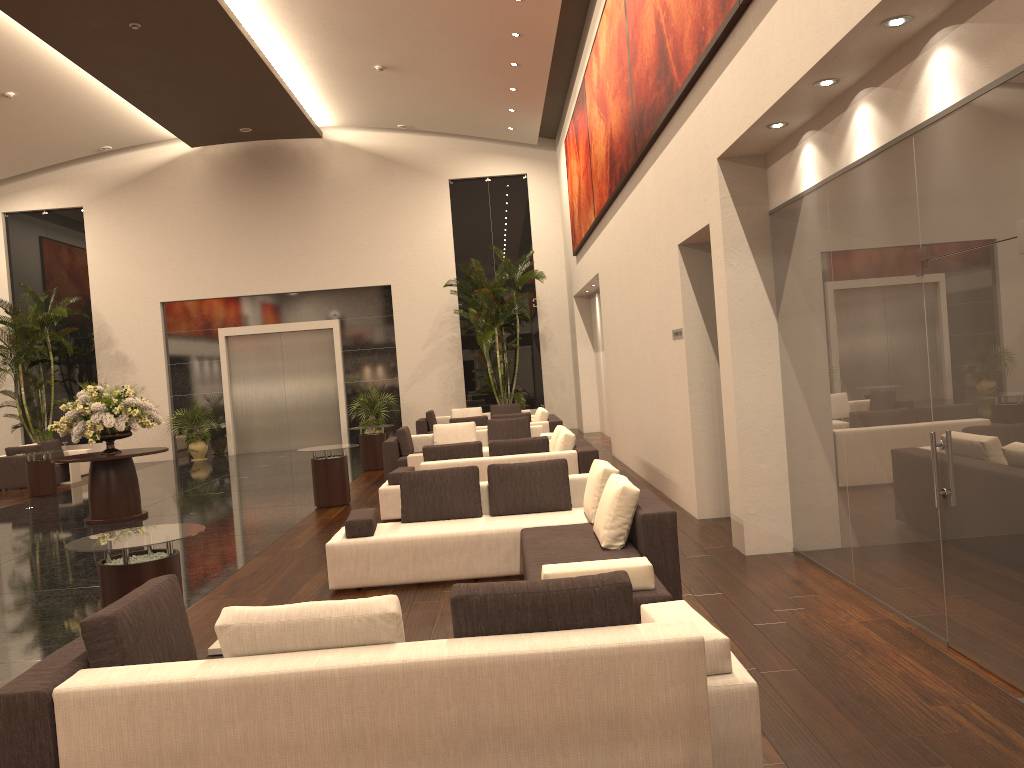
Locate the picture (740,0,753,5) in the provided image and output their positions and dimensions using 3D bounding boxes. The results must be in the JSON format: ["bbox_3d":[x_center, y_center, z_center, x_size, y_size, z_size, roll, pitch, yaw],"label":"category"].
[{"bbox_3d":[1.545,-3.795,2.796,0.070,2.526,6.485,-4,1,-1],"label":"picture"}]

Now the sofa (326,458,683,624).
[{"bbox_3d":[-0.199,1.159,6.413,2.586,0.862,3.366,-4,1,-1],"label":"sofa"}]

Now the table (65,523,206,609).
[{"bbox_3d":[-2.374,1.372,5.698,0.833,0.795,0.844,-4,1,38],"label":"table"}]

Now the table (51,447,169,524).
[{"bbox_3d":[-5.590,1.433,12.445,1.498,0.921,1.498,-5,1,-10],"label":"table"}]

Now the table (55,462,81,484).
[{"bbox_3d":[-9.322,1.841,18.546,0.400,0.460,0.400,-4,1,-1],"label":"table"}]

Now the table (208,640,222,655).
[{"bbox_3d":[-1.242,1.479,4.450,0.400,0.460,0.400,-4,1,-1],"label":"table"}]

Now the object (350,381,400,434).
[{"bbox_3d":[-3.490,0.713,21.996,1.297,1.682,1.373,-4,1,37],"label":"object"}]

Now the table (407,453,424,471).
[{"bbox_3d":[-1.384,1.317,13.710,0.400,0.460,0.400,-4,1,-1],"label":"table"}]

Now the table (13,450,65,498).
[{"bbox_3d":[-8.664,1.661,16.324,0.833,0.795,0.844,-5,1,-40],"label":"table"}]

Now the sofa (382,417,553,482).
[{"bbox_3d":[-0.628,1.043,14.375,2.846,0.862,1.291,-4,1,-1],"label":"sofa"}]

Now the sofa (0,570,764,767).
[{"bbox_3d":[-0.466,1.228,3.800,2.846,0.862,1.291,-4,1,-1],"label":"sofa"}]

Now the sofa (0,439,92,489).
[{"bbox_3d":[-10.005,1.677,19.317,1.291,0.862,2.846,-4,1,-1],"label":"sofa"}]

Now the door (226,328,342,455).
[{"bbox_3d":[-5.832,0.190,22.822,2.767,3.048,0.040,-4,1,-1],"label":"door"}]

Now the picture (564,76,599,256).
[{"bbox_3d":[1.321,-4.049,17.344,0.070,2.526,4.515,-4,1,-1],"label":"picture"}]

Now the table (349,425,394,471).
[{"bbox_3d":[-2.566,1.187,16.409,0.833,0.795,0.844,-5,1,-40],"label":"table"}]

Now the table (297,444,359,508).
[{"bbox_3d":[-2.472,1.261,12.089,0.833,0.795,0.844,-5,1,-40],"label":"table"}]

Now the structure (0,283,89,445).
[{"bbox_3d":[-11.459,-0.130,21.495,2.436,4.611,2.531,-5,1,-29],"label":"structure"}]

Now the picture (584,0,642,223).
[{"bbox_3d":[1.391,-3.970,12.823,0.070,2.526,4.515,-4,1,-1],"label":"picture"}]

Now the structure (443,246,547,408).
[{"bbox_3d":[-0.263,-0.997,21.509,2.436,4.611,2.531,-5,1,-29],"label":"structure"}]

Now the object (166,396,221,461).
[{"bbox_3d":[-7.810,1.047,21.988,1.297,1.682,1.373,-4,1,32],"label":"object"}]

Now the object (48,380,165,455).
[{"bbox_3d":[-5.642,0.426,12.425,1.453,1.097,1.402,-5,2,-45],"label":"object"}]

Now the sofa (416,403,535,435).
[{"bbox_3d":[-0.716,0.944,20.047,2.846,0.862,1.291,-4,1,-1],"label":"sofa"}]

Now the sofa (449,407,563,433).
[{"bbox_3d":[-0.387,0.968,17.433,2.586,0.862,3.366,-4,1,-1],"label":"sofa"}]

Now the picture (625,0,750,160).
[{"bbox_3d":[1.460,-3.891,8.307,0.070,2.526,4.515,-4,1,-1],"label":"picture"}]

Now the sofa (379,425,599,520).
[{"bbox_3d":[-0.299,1.067,11.761,2.586,0.862,3.366,-4,1,-1],"label":"sofa"}]
